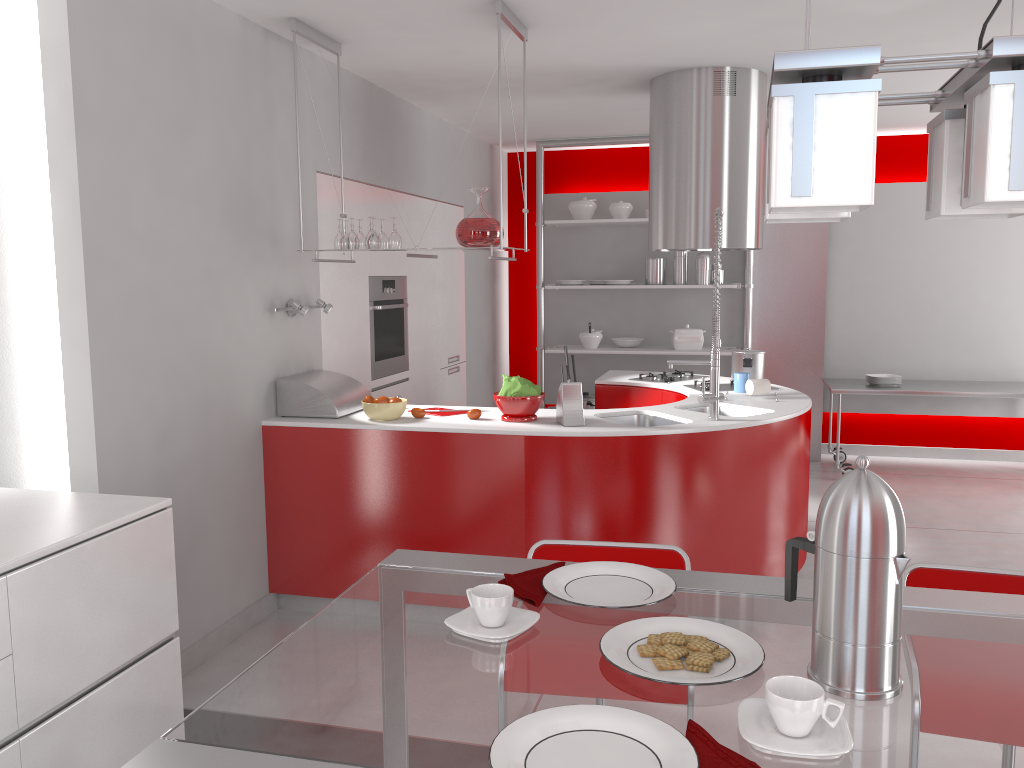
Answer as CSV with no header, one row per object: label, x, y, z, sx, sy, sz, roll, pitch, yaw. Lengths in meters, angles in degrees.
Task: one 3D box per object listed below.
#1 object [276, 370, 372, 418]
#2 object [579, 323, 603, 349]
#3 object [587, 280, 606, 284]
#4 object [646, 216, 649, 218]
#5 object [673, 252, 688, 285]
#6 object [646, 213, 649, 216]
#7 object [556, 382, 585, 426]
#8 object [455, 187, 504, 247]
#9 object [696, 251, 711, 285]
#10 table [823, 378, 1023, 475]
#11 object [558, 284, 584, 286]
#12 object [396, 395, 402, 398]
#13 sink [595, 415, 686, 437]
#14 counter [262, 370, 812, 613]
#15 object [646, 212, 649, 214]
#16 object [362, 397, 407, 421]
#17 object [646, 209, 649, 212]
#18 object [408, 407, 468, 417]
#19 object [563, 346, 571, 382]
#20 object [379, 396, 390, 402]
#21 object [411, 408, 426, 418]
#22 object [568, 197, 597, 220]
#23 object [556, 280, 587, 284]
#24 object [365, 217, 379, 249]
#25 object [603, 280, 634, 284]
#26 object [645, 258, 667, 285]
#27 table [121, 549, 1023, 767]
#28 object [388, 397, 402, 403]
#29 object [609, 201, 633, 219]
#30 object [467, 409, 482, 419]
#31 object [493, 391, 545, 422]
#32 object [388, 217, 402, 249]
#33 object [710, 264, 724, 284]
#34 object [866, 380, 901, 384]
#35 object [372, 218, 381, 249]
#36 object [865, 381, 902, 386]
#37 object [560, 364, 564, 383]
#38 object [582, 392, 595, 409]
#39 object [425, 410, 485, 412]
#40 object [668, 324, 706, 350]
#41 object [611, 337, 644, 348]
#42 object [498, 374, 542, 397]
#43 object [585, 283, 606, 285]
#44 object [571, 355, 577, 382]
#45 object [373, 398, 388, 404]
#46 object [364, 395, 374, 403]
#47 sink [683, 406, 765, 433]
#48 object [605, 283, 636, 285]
object,-0.875,0.041,4.189,0.300,0.170,0.400,1,7,15
object,0.639,-0.396,7.190,0.192,0.214,0.192,0,7,1
object,0.737,-0.834,7.294,0.244,0.042,0.244,0,7,6
object,1.160,-1.310,6.998,0.200,0.030,0.200,1,7,15
object,1.315,-0.938,6.911,0.109,0.329,0.110,1,7,12
object,1.160,-1.326,6.996,0.200,0.030,0.200,1,7,15
object,0.249,0.080,3.779,0.091,0.178,0.137,-2,7,-12
object,-0.143,-0.727,3.895,0.213,0.266,0.213,6,9,42
object,1.471,-0.901,6.823,0.115,0.274,0.115,0,7,7
table,3.179,0.350,6.586,1.627,0.682,0.749,1,7,16
object,0.477,-0.799,7.136,0.280,0.015,0.280,-6,9,-38
object,-0.544,0.087,4.263,0.043,0.066,0.042,3,8,28
sink,0.578,0.256,3.943,0.326,0.172,0.428,-4,8,-24
counter,0.358,0.528,4.489,2.865,0.880,1.868,-7,9,-41
object,1.160,-1.340,6.994,0.200,0.030,0.200,1,7,15
object,-0.568,0.116,3.958,0.201,0.086,0.201,1,7,16
object,1.160,-1.356,6.992,0.200,0.030,0.200,1,7,15
object,-0.339,0.130,4.143,0.266,0.006,0.168,6,9,41
object,0.243,0.001,3.797,0.014,0.322,0.150,-2,7,-14
object,-0.580,0.080,4.002,0.066,0.049,0.062,1,7,11
object,-0.420,0.131,3.981,0.065,0.047,0.063,1,7,14
object,0.566,-1.401,7.118,0.231,0.191,0.231,-5,8,-35
object,0.477,-0.813,7.134,0.244,0.042,0.244,-1,7,-1
object,-0.613,-0.658,3.875,0.060,0.141,0.060,-2,7,-8
object,0.842,-0.803,7.025,0.244,0.042,0.244,-1,7,-1
object,1.131,-0.887,7.010,0.184,0.205,0.172,2,7,20
table,0.510,0.873,1.133,1.700,1.000,0.800,1,7,15
object,-0.523,0.084,3.967,0.066,0.049,0.062,2,7,22
object,0.864,-1.376,7.044,0.192,0.153,0.192,3,8,28
object,-0.168,0.132,3.937,0.064,0.048,0.063,-1,7,-7
object,0.031,0.099,3.906,0.229,0.118,0.228,-2,7,-14
object,-0.520,-0.666,3.937,0.060,0.141,0.060,1,7,15
object,1.608,-0.864,6.987,0.127,0.157,0.127,3,8,25
object,2.765,-0.012,6.606,0.228,0.020,0.228,-1,7,-4
object,-0.617,-0.669,3.960,0.060,0.141,0.060,1,7,15
object,2.765,-0.002,6.607,0.228,0.020,0.228,-1,7,-4
object,0.219,0.016,3.784,0.009,0.197,0.091,-2,7,-14
object,0.593,0.142,7.343,0.308,0.130,0.407,2,7,22
object,-0.282,0.123,4.145,0.375,0.008,0.041,-2,7,-9
object,1.391,-0.375,7.055,0.282,0.197,0.235,0,7,5
object,0.948,-0.336,7.271,0.272,0.072,0.272,-3,7,-21
object,0.041,0.046,3.898,0.198,0.182,0.193,2,7,20
object,0.737,-0.821,7.296,0.280,0.015,0.280,-6,9,-38
object,0.272,0.017,3.796,0.012,0.279,0.130,-2,7,-14
object,-0.582,0.087,3.940,0.065,0.052,0.062,-1,7,-1
object,-0.634,0.080,3.971,0.055,0.058,0.066,0,7,0
sink,0.997,0.223,4.187,0.326,0.172,0.428,-6,9,-36
object,0.842,-0.789,7.027,0.280,0.015,0.280,6,10,44
